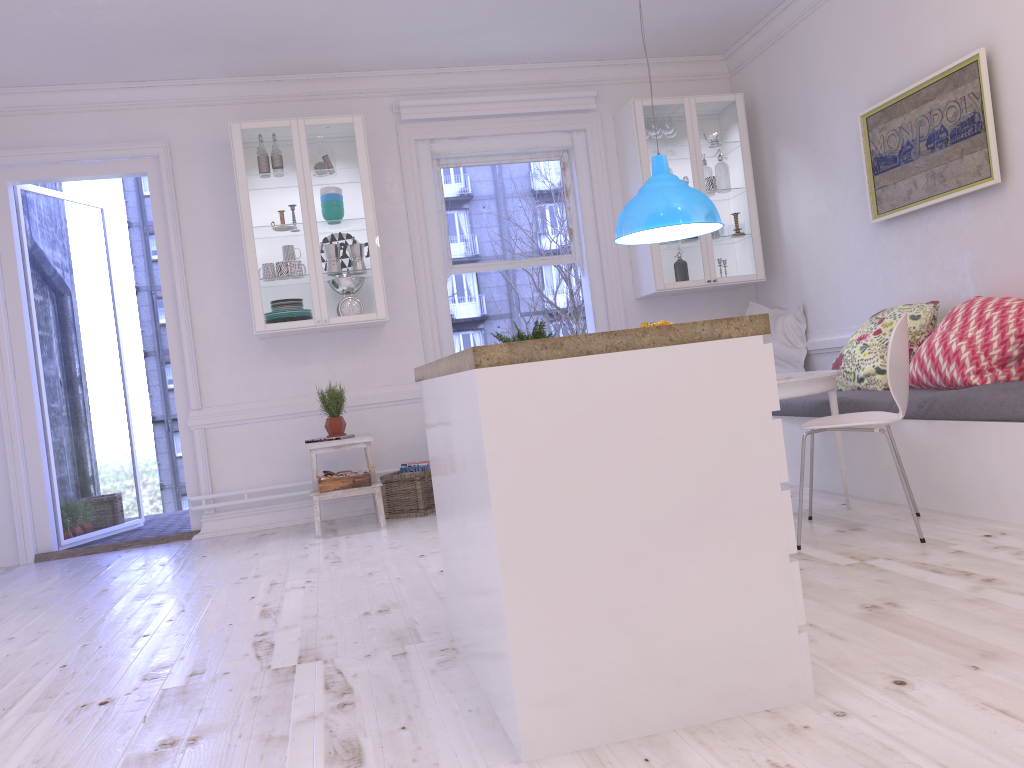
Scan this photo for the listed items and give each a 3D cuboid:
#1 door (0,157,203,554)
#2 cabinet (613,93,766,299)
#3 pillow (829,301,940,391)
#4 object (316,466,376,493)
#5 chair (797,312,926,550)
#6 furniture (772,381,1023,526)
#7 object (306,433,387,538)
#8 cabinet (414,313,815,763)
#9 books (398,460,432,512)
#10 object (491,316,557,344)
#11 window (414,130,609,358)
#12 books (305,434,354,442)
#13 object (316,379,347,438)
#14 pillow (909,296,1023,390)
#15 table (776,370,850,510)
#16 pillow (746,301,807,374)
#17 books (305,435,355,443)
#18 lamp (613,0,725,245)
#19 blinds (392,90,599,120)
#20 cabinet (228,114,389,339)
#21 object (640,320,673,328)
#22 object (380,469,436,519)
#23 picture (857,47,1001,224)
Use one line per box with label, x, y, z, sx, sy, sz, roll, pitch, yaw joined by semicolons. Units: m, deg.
door;-2.731;-0.171;6.152;1.009;2.474;1.021;-7;0;-12
cabinet;1.247;-1.315;6.236;0.823;1.311;0.425;-7;0;-12
pillow;1.992;-0.187;4.740;0.509;0.447;0.592;-7;0;-7
object;-0.971;0.556;5.235;0.358;0.110;0.211;-7;0;-10
chair;1.355;0.165;3.521;0.483;0.845;0.604;-7;0;23
furniture;1.905;0.261;4.680;0.769;0.508;3.296;-7;0;-12
object;-1.025;0.603;5.435;0.418;0.534;0.599;-7;0;-12
cabinet;0.167;0.316;2.419;0.654;0.842;1.167;-7;0;-12
books;-0.632;0.654;5.620;0.221;0.306;0.205;-7;0;21
object;0.107;-0.157;5.649;0.438;0.527;0.368;-7;0;-12
window;0.012;-0.858;6.309;1.234;1.782;0.181;-7;0;-12
books;-1.119;0.330;5.453;0.246;0.007;0.180;-7;0;18
object;-1.089;0.137;5.453;0.196;0.367;0.186;-7;0;33
pillow;2.132;-0.196;4.071;0.491;0.424;0.587;-7;0;-9
table;0.989;0.314;4.187;1.140;0.629;1.140;-7;0;17
pillow;1.788;-0.274;6.163;0.374;0.642;0.677;-7;0;-42
books;-1.118;0.339;5.453;0.246;0.011;0.180;-7;0;18
lamp;0.686;-1.735;4.556;0.568;1.948;0.568;-7;0;22
blinds;-0.090;-1.921;6.119;1.451;0.131;0.136;-7;0;-12
cabinet;-1.295;-1.001;5.688;0.823;1.311;0.425;-7;0;-12
object;0.726;-0.148;4.386;0.235;0.351;0.234;-7;0;43
object;-0.633;0.688;5.608;0.276;0.270;0.276;-7;0;21
picture;2.109;-1.231;4.564;0.020;0.629;0.971;-7;0;-12
